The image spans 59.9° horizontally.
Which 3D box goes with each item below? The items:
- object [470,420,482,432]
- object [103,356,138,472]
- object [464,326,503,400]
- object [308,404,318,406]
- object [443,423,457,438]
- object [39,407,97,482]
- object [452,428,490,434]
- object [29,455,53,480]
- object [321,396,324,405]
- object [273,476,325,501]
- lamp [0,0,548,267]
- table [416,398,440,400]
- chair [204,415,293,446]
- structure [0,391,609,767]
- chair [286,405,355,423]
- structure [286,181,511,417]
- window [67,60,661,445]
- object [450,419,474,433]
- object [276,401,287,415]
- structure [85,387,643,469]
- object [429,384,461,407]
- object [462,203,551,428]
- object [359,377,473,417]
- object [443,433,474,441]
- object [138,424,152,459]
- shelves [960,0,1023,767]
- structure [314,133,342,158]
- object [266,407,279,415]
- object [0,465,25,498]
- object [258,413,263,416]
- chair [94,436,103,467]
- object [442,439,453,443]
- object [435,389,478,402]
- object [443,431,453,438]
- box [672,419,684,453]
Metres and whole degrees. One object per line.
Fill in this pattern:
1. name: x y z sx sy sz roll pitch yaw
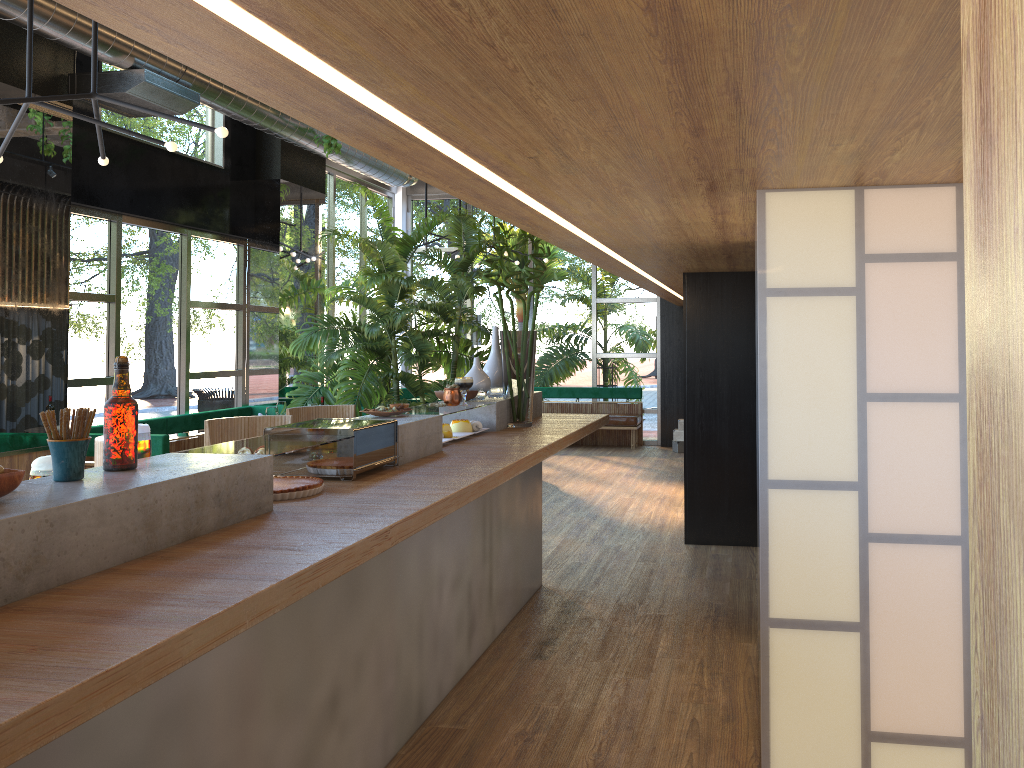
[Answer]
1. object: -0.211 0.212 4.498 0.139 0.057 0.068 1 1 30
2. object: -0.950 0.069 2.158 0.078 0.277 0.071 1 -2 -41
3. object: -0.152 -0.118 4.853 0.329 0.398 0.306 0 0 -28
4. object: -1.819 0.283 8.111 0.102 0.201 0.102 0 -1 2
5. object: -0.335 0.222 4.191 0.133 0.068 0.136 0 2 15
6. object: -0.999 0.135 1.992 0.107 0.162 0.103 0 -1 -43
7. object: -0.261 0.238 4.433 0.240 0.017 0.248 0 3 11
8. object: -1.170 0.267 2.283 0.110 0.172 0.139 0 0 7
9. object: -1.634 0.254 7.656 0.066 0.299 0.071 -1 -2 29
10. object: -0.725 0.315 2.696 0.285 0.037 0.313 2 3 41
11. lamp: -1.198 -2.180 3.524 4.994 1.823 19.263 0 3 15
12. table: -0.901 0.587 11.717 1.115 0.751 1.085 0 1 -7
13. chair: -1.285 0.667 4.518 0.559 0.970 0.535 0 -1 -12
14. structure: 0.626 0.547 1.948 5.741 1.730 7.261 0 2 13
15. chair: -1.069 0.629 5.315 0.529 0.970 0.565 0 -1 23
16. structure: -1.170 -0.623 10.150 2.443 3.438 2.657 0 0 -2
17. window: -2.538 -1.896 3.504 4.065 6.493 20.749 0 2 15
18. object: -0.259 0.211 4.422 0.133 0.068 0.136 0 2 13
19. object: -2.024 0.276 7.795 0.093 0.245 0.091 0 -1 -4
20. structure: -1.457 0.587 3.236 5.921 1.548 20.497 0 3 15
21. object: -0.320 0.054 4.247 0.160 0.107 0.086 -1 0 -32
22. object: 0.005 -0.544 4.820 0.612 1.550 0.642 1 -2 -38
23. object: -0.423 0.051 4.003 0.205 0.134 0.825 0 3 21
24. object: -0.334 0.250 4.178 0.239 0.017 0.249 0 3 14
25. object: -1.053 0.227 2.489 0.078 0.232 0.071 1 -2 -44
26. shelves: 0.917 0.449 0.567 1.092 2.058 0.285 0 -2 10
27. structure: -0.936 -2.980 8.684 2.071 1.517 1.479 1 1 42
28. object: -2.061 0.302 7.627 0.110 0.209 0.100 1 -1 -42
29. object: -1.058 0.190 1.737 0.186 0.073 0.235 1 3 33
30. object: -2.187 0.329 7.926 0.235 0.139 0.231 0 1 -3
31. chair: -1.468 0.702 3.775 0.523 0.970 0.571 -1 -1 36
32. object: -0.414 0.263 3.919 0.239 0.017 0.249 0 3 12
33. object: -0.281 0.053 4.622 0.186 0.073 0.235 1 3 33
34. object: -0.365 0.231 4.116 0.173 0.058 0.085 0 1 8
35. box: 2.364 0.706 12.161 0.331 0.442 0.281 0 -1 1
